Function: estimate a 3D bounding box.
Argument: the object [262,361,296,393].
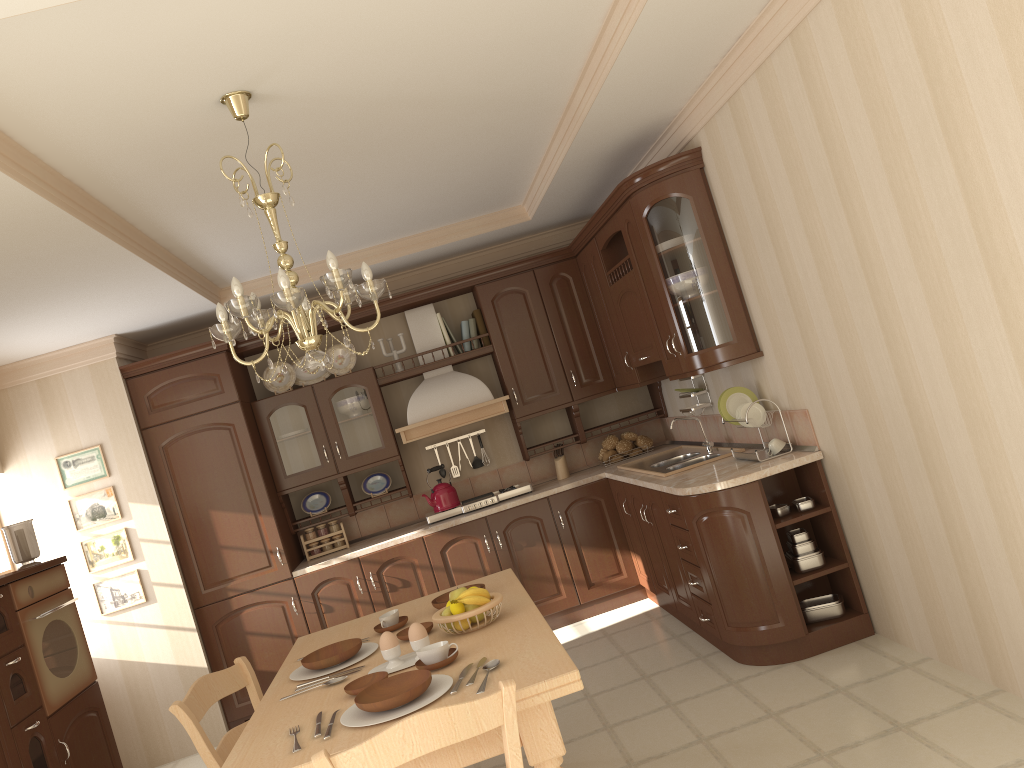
[{"bbox_3d":[-1.521,-0.045,5.794,0.220,0.210,0.068,-17,-1,-8],"label":"object"}]

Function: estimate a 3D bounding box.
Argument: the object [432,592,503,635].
[{"bbox_3d":[-0.134,0.741,2.838,0.235,0.068,0.235,-18,-2,41],"label":"object"}]

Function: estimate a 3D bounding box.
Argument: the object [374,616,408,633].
[{"bbox_3d":[-0.428,0.863,3.161,0.126,0.026,0.127,-17,-1,20],"label":"object"}]

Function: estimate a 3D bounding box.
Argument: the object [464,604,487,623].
[{"bbox_3d":[-0.118,0.724,2.820,0.077,0.065,0.076,-16,-1,-30],"label":"object"}]

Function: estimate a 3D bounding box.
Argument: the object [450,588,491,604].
[{"bbox_3d":[-0.113,0.679,2.811,0.066,0.085,0.184,-18,-1,31],"label":"object"}]

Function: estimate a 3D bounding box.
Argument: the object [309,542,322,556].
[{"bbox_3d":[-1.282,1.073,5.772,0.068,0.088,0.068,-17,-1,10],"label":"object"}]

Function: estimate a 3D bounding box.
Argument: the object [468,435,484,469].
[{"bbox_3d":[-0.260,0.463,6.073,0.088,0.236,0.028,-17,-1,-7],"label":"object"}]

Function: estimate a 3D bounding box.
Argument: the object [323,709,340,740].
[{"bbox_3d":[-0.456,0.861,2.251,0.022,0.008,0.218,-17,-1,-4],"label":"object"}]

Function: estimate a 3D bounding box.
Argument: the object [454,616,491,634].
[{"bbox_3d":[-0.125,0.771,2.838,0.128,0.011,0.128,-18,-1,34],"label":"object"}]

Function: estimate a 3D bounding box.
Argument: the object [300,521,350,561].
[{"bbox_3d":[-1.219,1.024,5.788,0.276,0.170,0.140,-17,-1,-11],"label":"object"}]

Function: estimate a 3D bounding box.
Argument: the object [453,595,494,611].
[{"bbox_3d":[-0.102,0.694,2.791,0.064,0.094,0.176,-18,-1,30],"label":"object"}]

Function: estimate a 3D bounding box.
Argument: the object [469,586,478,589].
[{"bbox_3d":[-0.125,0.682,2.885,0.054,0.046,0.047,-18,-1,35],"label":"object"}]

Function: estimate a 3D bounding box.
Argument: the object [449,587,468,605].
[{"bbox_3d":[-0.167,0.687,2.852,0.068,0.061,0.069,-17,-1,10],"label":"object"}]

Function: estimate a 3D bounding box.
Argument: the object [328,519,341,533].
[{"bbox_3d":[-1.165,0.932,5.804,0.068,0.088,0.068,-17,-1,10],"label":"object"}]

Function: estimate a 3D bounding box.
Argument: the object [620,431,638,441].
[{"bbox_3d":[0.797,0.359,6.032,0.112,0.078,0.125,-17,-1,-12],"label":"object"}]

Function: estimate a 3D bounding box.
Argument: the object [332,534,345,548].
[{"bbox_3d":[-1.135,1.028,5.802,0.068,0.088,0.068,-17,-1,10],"label":"object"}]

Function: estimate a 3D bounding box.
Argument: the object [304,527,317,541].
[{"bbox_3d":[-1.311,0.976,5.774,0.068,0.088,0.068,-17,-1,10],"label":"object"}]

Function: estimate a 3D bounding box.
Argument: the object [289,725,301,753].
[{"bbox_3d":[-0.543,0.890,2.226,0.028,0.004,0.218,-17,-1,-17],"label":"object"}]

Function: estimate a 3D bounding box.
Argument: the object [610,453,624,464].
[{"bbox_3d":[0.703,0.499,5.994,0.114,0.058,0.119,-16,-2,-42],"label":"object"}]

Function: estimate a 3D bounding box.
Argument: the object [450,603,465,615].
[{"bbox_3d":[-0.172,0.706,2.790,0.045,0.053,0.051,-17,-1,-18],"label":"object"}]

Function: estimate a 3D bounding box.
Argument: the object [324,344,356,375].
[{"bbox_3d":[-1.135,-0.163,5.840,0.220,0.210,0.068,-17,-1,-8],"label":"object"}]

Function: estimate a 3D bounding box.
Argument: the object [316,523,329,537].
[{"bbox_3d":[-1.238,0.954,5.789,0.068,0.088,0.068,-17,-1,10],"label":"object"}]

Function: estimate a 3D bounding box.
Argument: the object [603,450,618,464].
[{"bbox_3d":[0.661,0.491,5.968,0.104,0.092,0.114,-18,-2,40],"label":"object"}]

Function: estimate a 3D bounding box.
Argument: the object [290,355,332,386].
[{"bbox_3d":[-1.333,-0.099,5.873,0.342,0.209,0.073,-17,-1,-5],"label":"object"}]

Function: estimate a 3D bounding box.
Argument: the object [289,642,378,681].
[{"bbox_3d":[-0.582,0.913,2.913,0.299,0.009,0.299,-17,-1,-8],"label":"object"}]

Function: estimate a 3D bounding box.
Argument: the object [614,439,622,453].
[{"bbox_3d":[0.727,0.423,6.058,0.113,0.092,0.110,-16,-2,-44],"label":"object"}]

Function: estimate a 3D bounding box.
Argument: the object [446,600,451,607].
[{"bbox_3d":[-0.191,0.722,2.885,0.045,0.047,0.055,-18,-1,26],"label":"object"}]

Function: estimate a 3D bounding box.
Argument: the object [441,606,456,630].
[{"bbox_3d":[-0.189,0.745,2.828,0.074,0.076,0.072,-16,-1,-31],"label":"object"}]

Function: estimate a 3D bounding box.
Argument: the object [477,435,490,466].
[{"bbox_3d":[-0.198,0.455,6.066,0.049,0.219,0.049,-16,-1,-29],"label":"object"}]

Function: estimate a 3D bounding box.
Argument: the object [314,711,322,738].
[{"bbox_3d":[-0.498,0.875,2.284,0.018,0.008,0.212,-17,-1,-12],"label":"object"}]

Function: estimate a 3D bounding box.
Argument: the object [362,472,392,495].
[{"bbox_3d":[-0.898,0.661,5.879,0.202,0.143,0.071,-17,-1,-8],"label":"object"}]

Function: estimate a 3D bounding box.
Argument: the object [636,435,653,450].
[{"bbox_3d":[0.893,0.393,5.975,0.097,0.106,0.117,-18,-2,39],"label":"object"}]

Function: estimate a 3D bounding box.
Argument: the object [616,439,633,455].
[{"bbox_3d":[0.752,0.422,5.959,0.110,0.102,0.115,-18,-1,22],"label":"object"}]

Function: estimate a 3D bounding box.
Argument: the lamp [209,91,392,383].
[{"bbox_3d":[-0.753,-0.517,2.791,0.501,0.982,0.502,-16,-1,-37],"label":"lamp"}]

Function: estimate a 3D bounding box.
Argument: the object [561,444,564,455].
[{"bbox_3d":[0.352,0.490,6.045,0.050,0.159,0.022,-16,-1,-37],"label":"object"}]

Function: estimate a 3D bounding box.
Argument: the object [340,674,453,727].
[{"bbox_3d":[-0.292,0.810,2.268,0.299,0.009,0.299,-16,-1,-28],"label":"object"}]

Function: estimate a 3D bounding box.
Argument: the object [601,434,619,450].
[{"bbox_3d":[0.666,0.396,5.999,0.118,0.105,0.100,-17,-1,-12],"label":"object"}]

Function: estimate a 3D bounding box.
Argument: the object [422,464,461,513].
[{"bbox_3d":[-0.462,0.668,5.694,0.181,0.282,0.227,-17,-1,17],"label":"object"}]

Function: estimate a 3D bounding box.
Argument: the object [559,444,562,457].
[{"bbox_3d":[0.338,0.504,6.011,0.053,0.198,0.027,-17,-1,-23],"label":"object"}]

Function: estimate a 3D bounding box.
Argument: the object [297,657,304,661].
[{"bbox_3d":[-0.657,0.944,3.156,0.218,0.004,0.028,-17,-1,-17],"label":"object"}]

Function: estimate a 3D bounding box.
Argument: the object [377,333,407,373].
[{"bbox_3d":[-0.792,-0.191,5.908,0.163,0.248,0.174,-16,-2,-44],"label":"object"}]

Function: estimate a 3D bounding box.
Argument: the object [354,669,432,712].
[{"bbox_3d":[-0.298,0.793,2.269,0.204,0.042,0.204,-16,-1,-37],"label":"object"}]

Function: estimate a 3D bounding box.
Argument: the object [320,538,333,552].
[{"bbox_3d":[-1.209,1.050,5.787,0.068,0.088,0.068,-17,-1,10],"label":"object"}]

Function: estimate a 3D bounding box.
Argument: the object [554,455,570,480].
[{"bbox_3d":[0.341,0.563,6.015,0.078,0.148,0.151,-18,-1,31],"label":"object"}]

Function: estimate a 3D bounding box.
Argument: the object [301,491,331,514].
[{"bbox_3d":[-1.289,0.780,5.835,0.202,0.143,0.071,-17,-1,-8],"label":"object"}]

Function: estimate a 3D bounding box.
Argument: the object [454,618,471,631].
[{"bbox_3d":[-0.155,0.750,2.778,0.055,0.046,0.046,-18,-1,26],"label":"object"}]

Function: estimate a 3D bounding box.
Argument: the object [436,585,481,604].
[{"bbox_3d":[-0.190,0.779,3.228,0.168,0.034,0.168,-17,-1,4],"label":"object"}]

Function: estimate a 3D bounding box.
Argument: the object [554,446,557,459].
[{"bbox_3d":[0.306,0.519,6.019,0.053,0.198,0.027,-17,-1,-23],"label":"object"}]

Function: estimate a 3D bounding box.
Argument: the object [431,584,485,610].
[{"bbox_3d":[-0.190,0.783,3.230,0.204,0.042,0.204,-18,-1,32],"label":"object"}]

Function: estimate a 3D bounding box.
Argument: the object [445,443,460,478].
[{"bbox_3d":[-0.411,0.517,6.042,0.051,0.245,0.003,-17,-1,-7],"label":"object"}]

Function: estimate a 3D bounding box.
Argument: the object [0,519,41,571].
[{"bbox_3d":[-2.378,0.785,4.315,0.144,0.220,0.144,-17,-1,-23],"label":"object"}]

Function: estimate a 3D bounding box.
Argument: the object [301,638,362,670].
[{"bbox_3d":[-0.588,0.896,2.914,0.204,0.042,0.204,-17,-1,-7],"label":"object"}]

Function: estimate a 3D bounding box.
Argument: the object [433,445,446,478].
[{"bbox_3d":[-0.494,0.530,6.030,0.048,0.231,0.015,-17,-1,-5],"label":"object"}]

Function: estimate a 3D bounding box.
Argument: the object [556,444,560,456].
[{"bbox_3d":[0.323,0.504,6.041,0.027,0.191,0.052,-18,-2,39],"label":"object"}]

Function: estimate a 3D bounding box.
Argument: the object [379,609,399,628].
[{"bbox_3d":[-0.435,0.847,3.154,0.063,0.055,0.119,-18,-1,22],"label":"object"}]

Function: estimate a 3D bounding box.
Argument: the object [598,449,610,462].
[{"bbox_3d":[0.636,0.481,6.037,0.123,0.109,0.092,-16,-2,-39],"label":"object"}]

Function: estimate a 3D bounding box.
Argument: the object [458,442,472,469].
[{"bbox_3d":[-0.340,0.489,6.050,0.089,0.195,0.005,-17,-1,-7],"label":"object"}]

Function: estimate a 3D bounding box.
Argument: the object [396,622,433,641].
[{"bbox_3d":[-0.319,0.824,2.939,0.126,0.026,0.127,-16,-2,-42],"label":"object"}]
